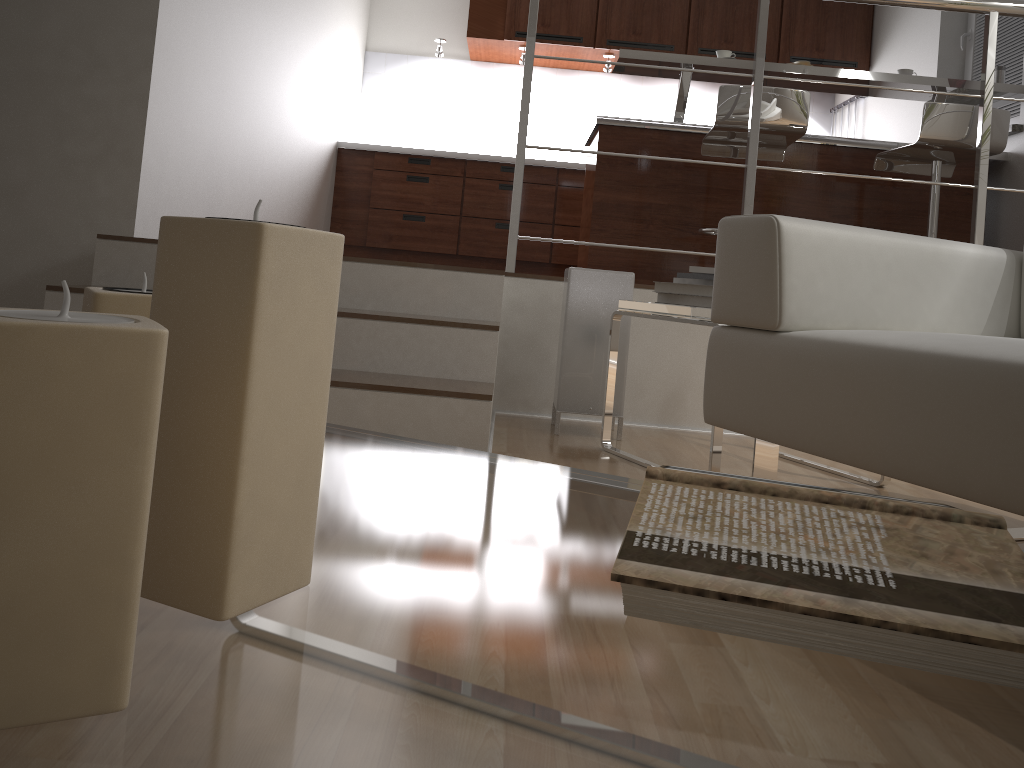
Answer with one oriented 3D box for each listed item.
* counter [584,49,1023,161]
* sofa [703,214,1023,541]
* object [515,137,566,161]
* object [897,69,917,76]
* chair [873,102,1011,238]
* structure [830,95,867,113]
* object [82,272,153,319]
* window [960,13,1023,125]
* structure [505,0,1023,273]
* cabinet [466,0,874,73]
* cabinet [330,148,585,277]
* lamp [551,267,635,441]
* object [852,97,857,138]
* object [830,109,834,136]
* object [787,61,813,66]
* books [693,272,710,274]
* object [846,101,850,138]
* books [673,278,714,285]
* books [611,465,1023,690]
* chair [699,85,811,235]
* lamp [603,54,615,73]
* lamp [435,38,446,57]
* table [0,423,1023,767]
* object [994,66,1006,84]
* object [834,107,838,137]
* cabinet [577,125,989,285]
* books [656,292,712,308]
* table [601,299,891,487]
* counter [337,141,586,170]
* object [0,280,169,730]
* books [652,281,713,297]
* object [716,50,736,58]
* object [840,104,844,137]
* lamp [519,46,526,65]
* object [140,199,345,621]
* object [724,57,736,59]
[{"bbox_3d":[1.456,-1.320,4.384,2.101,0.319,0.842,5,5,0],"label":"counter"},{"bbox_3d":[1.145,0.029,1.038,0.901,0.739,1.798,4,5,-25],"label":"sofa"},{"bbox_3d":[0.204,-1.670,6.357,0.369,0.241,0.156,5,0,0],"label":"object"},{"bbox_3d":[1.836,-1.438,4.080,0.080,0.046,0.067,8,5,36],"label":"object"},{"bbox_3d":[1.790,-0.723,3.704,0.387,0.851,0.425,5,-1,-5],"label":"chair"},{"bbox_3d":[2.361,-1.974,6.156,0.048,0.034,0.600,5,6,-1],"label":"structure"},{"bbox_3d":[-0.250,0.001,0.579,0.066,0.151,0.067,6,-1,-30],"label":"object"},{"bbox_3d":[2.555,-1.859,4.495,0.142,1.271,0.842,5,0,-1],"label":"window"},{"bbox_3d":[1.156,-0.788,2.876,2.322,1.057,0.057,5,-3,0],"label":"structure"},{"bbox_3d":[1.074,-2.560,6.197,2.716,0.639,0.652,5,2,0],"label":"cabinet"},{"bbox_3d":[0.549,-1.086,6.114,3.501,0.803,0.681,5,1,0],"label":"cabinet"},{"bbox_3d":[0.237,-0.098,2.587,0.192,0.483,0.198,5,-1,0],"label":"lamp"},{"bbox_3d":[2.310,-1.757,5.936,0.024,0.383,0.071,5,-2,-1],"label":"object"},{"bbox_3d":[2.304,-1.806,6.360,0.033,0.383,0.064,5,-2,-1],"label":"object"},{"bbox_3d":[1.362,-1.490,4.133,0.140,0.042,0.130,5,6,1],"label":"object"},{"bbox_3d":[0.540,-0.280,2.212,0.152,0.014,0.216,7,7,19],"label":"books"},{"bbox_3d":[2.332,-1.778,6.060,0.043,0.366,0.090,5,-2,-1],"label":"object"},{"bbox_3d":[0.537,-0.251,2.210,0.151,0.014,0.219,1,7,-31],"label":"books"},{"bbox_3d":[0.181,0.092,0.528,0.204,0.056,0.292,7,6,14],"label":"books"},{"bbox_3d":[0.998,-0.794,3.705,0.389,0.851,0.424,5,-1,4],"label":"chair"},{"bbox_3d":[0.659,-2.195,6.004,0.080,0.125,0.079,5,0,39],"label":"lamp"},{"bbox_3d":[-0.496,-2.299,6.005,0.080,0.125,0.079,5,0,39],"label":"lamp"},{"bbox_3d":[-0.076,0.229,0.480,0.799,0.249,0.699,8,6,25],"label":"table"},{"bbox_3d":[2.283,-1.430,4.104,0.052,0.112,0.052,5,-1,-17],"label":"object"},{"bbox_3d":[2.317,-1.800,6.291,0.008,0.379,0.033,5,-3,-1],"label":"object"},{"bbox_3d":[1.298,-0.802,4.432,1.847,0.754,0.634,5,1,0],"label":"cabinet"},{"bbox_3d":[0.533,-0.203,2.208,0.226,0.027,0.290,3,7,-21],"label":"books"},{"bbox_3d":[0.597,0.014,2.242,0.547,0.401,0.468,4,3,-25],"label":"table"},{"bbox_3d":[-0.114,-1.531,6.132,2.101,0.040,0.684,5,6,0],"label":"counter"},{"bbox_3d":[-0.175,0.036,0.327,0.066,0.152,0.067,6,-1,-30],"label":"object"},{"bbox_3d":[0.535,-0.230,2.209,0.226,0.027,0.290,1,7,-31],"label":"books"},{"bbox_3d":[0.980,-1.511,4.042,0.080,0.046,0.067,9,5,44],"label":"object"},{"bbox_3d":[2.311,-1.786,6.172,0.020,0.379,0.106,5,-2,-1],"label":"object"},{"bbox_3d":[0.082,-2.247,6.004,0.080,0.125,0.079,5,0,39],"label":"lamp"},{"bbox_3d":[-0.138,0.004,0.442,0.067,0.197,0.066,4,-2,25],"label":"object"},{"bbox_3d":[0.963,-1.491,4.046,0.129,0.008,0.140,5,6,2],"label":"object"}]
